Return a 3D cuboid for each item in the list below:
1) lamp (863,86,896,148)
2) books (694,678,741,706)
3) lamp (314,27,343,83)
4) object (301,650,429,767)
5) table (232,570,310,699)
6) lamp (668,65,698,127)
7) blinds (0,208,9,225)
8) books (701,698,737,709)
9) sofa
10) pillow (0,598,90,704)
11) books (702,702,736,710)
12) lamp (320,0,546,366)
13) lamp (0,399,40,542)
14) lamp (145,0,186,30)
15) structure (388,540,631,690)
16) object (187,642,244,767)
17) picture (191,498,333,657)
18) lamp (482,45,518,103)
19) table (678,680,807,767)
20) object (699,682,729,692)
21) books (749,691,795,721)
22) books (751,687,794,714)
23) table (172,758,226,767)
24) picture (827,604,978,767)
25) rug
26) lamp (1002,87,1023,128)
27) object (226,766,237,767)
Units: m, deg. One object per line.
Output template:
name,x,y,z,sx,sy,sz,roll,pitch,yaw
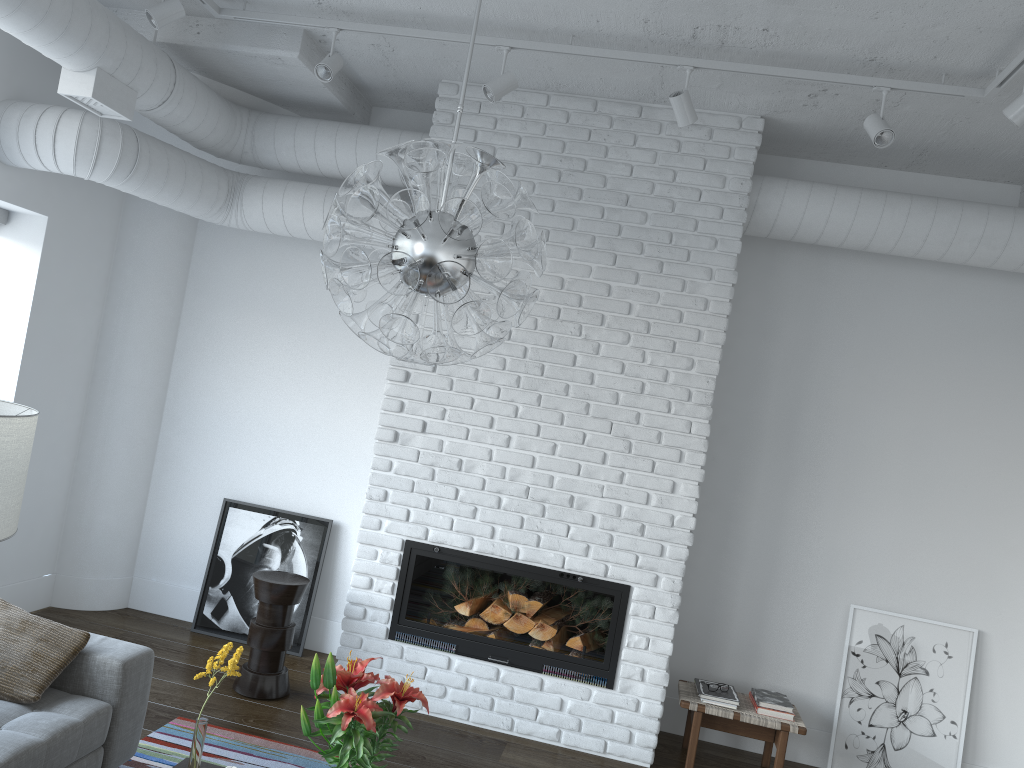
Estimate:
lamp,1.495,-1.092,3.593,0.093,0.285,0.154,10,-1,-12
books,1.032,1.552,4.476,0.202,0.019,0.280,10,-1,7
lamp,-0.814,-1.489,3.986,0.095,0.285,0.154,10,-1,8
object,-0.385,0.931,2.139,0.284,0.558,0.275,11,-1,-29
table,-1.196,1.239,4.412,0.282,0.558,0.281,10,-1,-12
lamp,0.726,-1.224,3.727,0.154,0.285,0.097,11,-2,-40
blinds,-2.754,-0.872,4.197,0.086,0.130,0.903,10,-1,9
books,1.030,1.566,4.465,0.171,0.011,0.306,10,-1,9
sofa,-1.981,0.994,2.031,0.991,0.684,2.541,10,-1,9
pillow,-1.682,0.900,2.974,0.427,0.261,0.236,10,-1,11
books,1.032,1.578,4.474,0.172,0.011,0.273,10,-1,9
lamp,-0.106,-0.813,2.208,0.552,1.546,0.552,10,-1,-3
lamp,-1.671,0.482,0.756,0.432,1.738,2.162,9,-2,44
lamp,-1.427,-1.603,3.680,0.154,0.285,0.087,11,-1,-31
structure,0.023,1.189,4.721,1.168,0.578,0.675,10,-1,9
object,-0.781,0.909,2.280,0.121,0.470,0.120,9,-1,25
picture,-1.450,1.111,5.146,0.686,0.775,0.130,10,-1,9
lamp,-0.040,-1.356,3.857,0.154,0.285,0.090,10,-1,-22
table,1.115,1.770,4.451,0.605,0.345,0.405,10,-1,9
object,1.022,1.523,4.487,0.134,0.038,0.093,11,-1,-24
books,1.299,1.612,4.443,0.185,0.032,0.267,10,-1,7
books,1.304,1.585,4.452,0.173,0.025,0.238,10,-1,7
table,-0.485,1.391,1.883,1.306,0.394,1.362,10,-1,9
picture,2.024,1.653,4.605,0.637,0.884,0.093,10,-1,9
rug,-0.436,1.603,1.827,2.735,0.012,3.760,10,-1,9
lamp,1.816,-1.047,3.113,0.104,0.285,0.154,11,-2,-40
object,-0.737,1.067,2.285,0.098,0.174,0.098,10,-1,4
